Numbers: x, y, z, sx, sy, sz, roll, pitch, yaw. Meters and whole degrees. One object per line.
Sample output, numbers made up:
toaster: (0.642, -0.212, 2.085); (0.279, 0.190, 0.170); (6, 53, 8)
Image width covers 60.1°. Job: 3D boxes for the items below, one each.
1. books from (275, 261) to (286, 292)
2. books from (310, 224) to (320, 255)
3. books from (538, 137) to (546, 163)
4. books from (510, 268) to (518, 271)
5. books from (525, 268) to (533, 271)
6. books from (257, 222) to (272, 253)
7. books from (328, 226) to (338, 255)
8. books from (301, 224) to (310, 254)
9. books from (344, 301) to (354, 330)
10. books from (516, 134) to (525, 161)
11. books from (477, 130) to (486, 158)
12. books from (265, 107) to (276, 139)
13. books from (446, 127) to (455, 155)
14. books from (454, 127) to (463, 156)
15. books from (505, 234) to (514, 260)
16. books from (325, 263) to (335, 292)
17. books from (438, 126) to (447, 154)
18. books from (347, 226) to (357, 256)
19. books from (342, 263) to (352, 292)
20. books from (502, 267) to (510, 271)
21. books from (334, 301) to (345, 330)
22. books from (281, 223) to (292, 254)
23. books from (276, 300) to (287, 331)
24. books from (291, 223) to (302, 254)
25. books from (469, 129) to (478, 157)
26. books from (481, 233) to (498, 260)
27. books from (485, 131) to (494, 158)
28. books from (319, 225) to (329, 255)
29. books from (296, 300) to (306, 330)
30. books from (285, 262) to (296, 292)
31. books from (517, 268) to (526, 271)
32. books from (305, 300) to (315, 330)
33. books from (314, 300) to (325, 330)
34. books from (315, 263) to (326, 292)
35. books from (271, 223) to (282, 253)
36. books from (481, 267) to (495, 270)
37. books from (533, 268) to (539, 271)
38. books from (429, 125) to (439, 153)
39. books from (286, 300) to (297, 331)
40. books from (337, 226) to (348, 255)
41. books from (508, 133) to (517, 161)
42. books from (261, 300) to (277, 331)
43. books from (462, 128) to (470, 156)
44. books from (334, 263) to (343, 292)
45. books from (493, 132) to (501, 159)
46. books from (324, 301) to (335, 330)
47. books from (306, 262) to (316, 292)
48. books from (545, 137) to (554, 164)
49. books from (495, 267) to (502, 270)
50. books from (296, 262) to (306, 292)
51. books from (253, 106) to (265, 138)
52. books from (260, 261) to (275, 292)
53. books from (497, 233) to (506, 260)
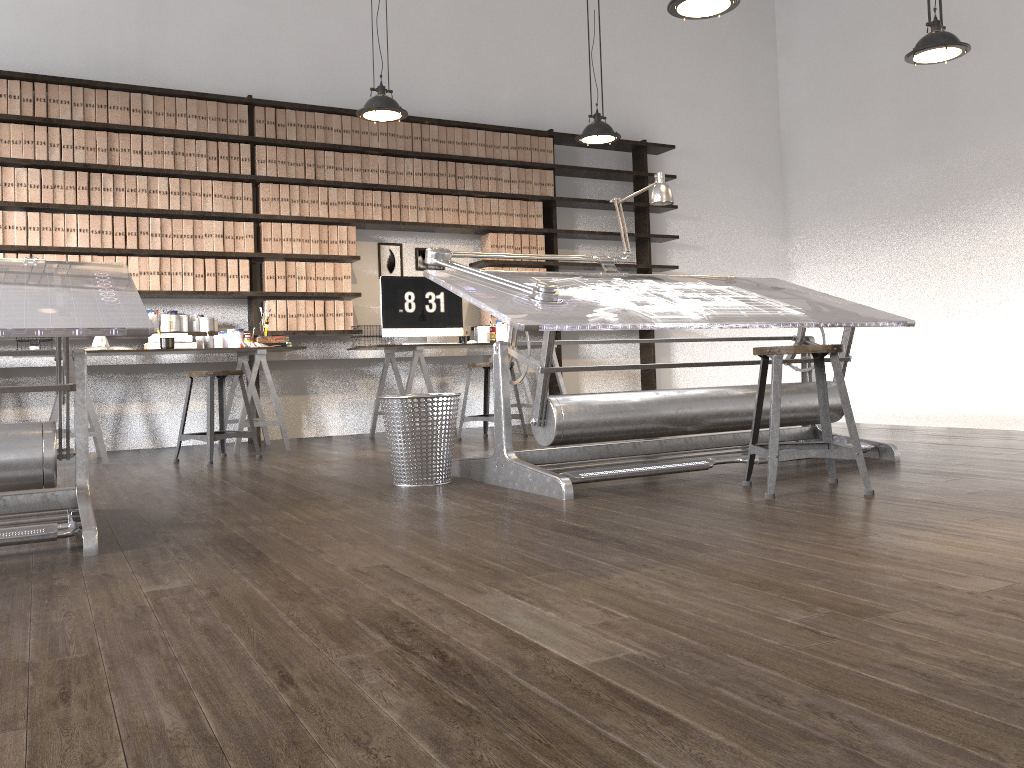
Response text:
books: (-1.679, -0.759, 6.359); (0.067, 0.226, 0.174); (-1, -1, -28)
books: (-1.467, -1.043, 6.486); (0.067, 0.226, 0.174); (-1, -1, -28)
books: (0.212, -1.942, 7.436); (0.067, 0.226, 0.174); (-1, -1, -28)
books: (-0.021, -0.831, 7.249); (0.067, 0.226, 0.174); (-1, -1, -28)
books: (0.103, -0.836, 7.312); (0.067, 0.226, 0.174); (-1, -1, -28)
books: (-1.772, -1.030, 6.331); (0.067, 0.226, 0.174); (-1, -1, -28)
books: (-1.347, -1.049, 6.557); (0.067, 0.226, 0.174); (-1, -1, -28)
books: (-1.528, -1.041, 6.459); (0.067, 0.226, 0.174); (-1, -1, -28)
books: (-1.238, -0.500, 6.586); (0.067, 0.226, 0.174); (-1, -1, -28)
books: (0.032, -1.934, 7.332); (0.067, 0.226, 0.174); (-1, -1, -28)
books: (-0.281, -1.920, 7.166); (0.067, 0.226, 0.174); (-1, -1, -28)
books: (-1.755, -1.856, 6.377); (0.067, 0.226, 0.174); (-1, -1, -28)
books: (-0.521, -1.910, 7.043); (0.067, 0.226, 0.174); (-1, -1, -28)
books: (-0.459, -1.912, 7.070); (0.067, 0.226, 0.174); (-1, -1, -28)
books: (-0.056, -1.105, 7.243); (0.067, 0.226, 0.174); (-1, -1, -28)
books: (-1.365, -0.772, 6.526); (0.067, 0.226, 0.174); (-1, -1, -28)
books: (-0.584, -1.907, 7.009); (0.067, 0.226, 0.174); (-1, -1, -28)
books: (-1.223, -1.054, 6.624); (0.067, 0.226, 0.174); (-1, -1, -28)
books: (-1.252, -0.777, 6.590); (0.067, 0.226, 0.174); (-1, -1, -28)
books: (-0.084, -0.828, 7.220); (0.067, 0.226, 0.174); (-1, -1, -28)
books: (-1.299, -0.497, 6.549); (0.067, 0.226, 0.174); (-1, -1, -28)
books: (-1.645, -1.036, 6.392); (0.067, 0.226, 0.174); (-1, -1, -28)
books: (-1.669, -0.481, 6.348); (0.067, 0.226, 0.174); (-1, -1, -28)
books: (-1.582, -1.038, 6.428); (0.067, 0.226, 0.174); (-1, -1, -28)
books: (-0.346, -1.917, 7.133); (0.067, 0.226, 0.174); (-1, -1, -28)
books: (-0.183, -1.100, 7.180); (0.067, 0.226, 0.174); (-1, -1, -28)
books: (-0.221, -1.923, 7.203); (0.067, 0.226, 0.174); (-1, -1, -28)
books: (-1.410, -1.046, 6.523); (0.067, 0.226, 0.174); (-1, -1, -28)
books: (-1.551, -0.486, 6.416); (0.067, 0.226, 0.174); (-1, -1, -28)
books: (-1.615, -0.761, 6.399); (0.067, 0.226, 0.174); (-1, -1, -28)
books: (0.045, -0.834, 7.280); (0.067, 0.226, 0.174); (-1, -1, -28)
books: (-1.495, -0.489, 6.449); (0.067, 0.226, 0.174); (-1, -1, -28)
books: (-1.427, -0.492, 6.479); (0.067, 0.226, 0.174); (-1, -1, -28)
books: (-1.427, -0.770, 6.499); (0.067, 0.226, 0.174); (-1, -1, -28)
books: (-1.709, -1.033, 6.362); (0.067, 0.226, 0.174); (-1, -1, -28)
books: (-0.205, -0.823, 7.148); (0.067, 0.226, 0.174); (-1, -1, -28)
books: (0.157, -0.839, 7.345); (0.067, 0.226, 0.174); (-1, -1, -28)
books: (-0.644, -1.904, 6.972); (0.067, 0.226, 0.174); (-1, -1, -28)
books: (-1.605, -0.484, 6.382); (0.067, 0.226, 0.174); (-1, -1, -28)
books: (-1.283, -1.051, 6.586); (0.067, 0.226, 0.174); (-1, -1, -28)
books: (-0.032, -1.931, 7.298); (0.067, 0.226, 0.174); (-1, -1, -28)
books: (-1.734, -0.478, 6.317); (0.067, 0.226, 0.174); (-1, -1, -28)
books: (-0.402, -1.915, 7.105); (0.067, 0.226, 0.174); (-1, -1, -28)
books: (-1.309, -0.775, 6.561); (0.067, 0.226, 0.174); (-1, -1, -28)
books: (-0.160, -1.926, 7.237); (0.067, 0.226, 0.174); (-1, -1, -28)
books: (-1.363, -0.495, 6.519); (0.067, 0.226, 0.174); (-1, -1, -28)
books: (-1.490, -0.767, 6.466); (0.067, 0.226, 0.174); (-1, -1, -28)
books: (0.275, -1.945, 7.466); (0.067, 0.226, 0.174); (-1, -1, -28)
books: (-0.145, -0.826, 7.185); (0.067, 0.226, 0.174); (-1, -1, -28)
books: (-1.550, -0.764, 6.429); (0.067, 0.226, 0.174); (-1, -1, -28)
books: (-1.823, -1.853, 6.346); (0.067, 0.226, 0.174); (-1, -1, -28)
books: (-1.747, -0.756, 6.329); (0.067, 0.226, 0.174); (-1, -1, -28)
books: (-0.121, -1.102, 7.213); (0.067, 0.226, 0.174); (-1, -1, -28)
